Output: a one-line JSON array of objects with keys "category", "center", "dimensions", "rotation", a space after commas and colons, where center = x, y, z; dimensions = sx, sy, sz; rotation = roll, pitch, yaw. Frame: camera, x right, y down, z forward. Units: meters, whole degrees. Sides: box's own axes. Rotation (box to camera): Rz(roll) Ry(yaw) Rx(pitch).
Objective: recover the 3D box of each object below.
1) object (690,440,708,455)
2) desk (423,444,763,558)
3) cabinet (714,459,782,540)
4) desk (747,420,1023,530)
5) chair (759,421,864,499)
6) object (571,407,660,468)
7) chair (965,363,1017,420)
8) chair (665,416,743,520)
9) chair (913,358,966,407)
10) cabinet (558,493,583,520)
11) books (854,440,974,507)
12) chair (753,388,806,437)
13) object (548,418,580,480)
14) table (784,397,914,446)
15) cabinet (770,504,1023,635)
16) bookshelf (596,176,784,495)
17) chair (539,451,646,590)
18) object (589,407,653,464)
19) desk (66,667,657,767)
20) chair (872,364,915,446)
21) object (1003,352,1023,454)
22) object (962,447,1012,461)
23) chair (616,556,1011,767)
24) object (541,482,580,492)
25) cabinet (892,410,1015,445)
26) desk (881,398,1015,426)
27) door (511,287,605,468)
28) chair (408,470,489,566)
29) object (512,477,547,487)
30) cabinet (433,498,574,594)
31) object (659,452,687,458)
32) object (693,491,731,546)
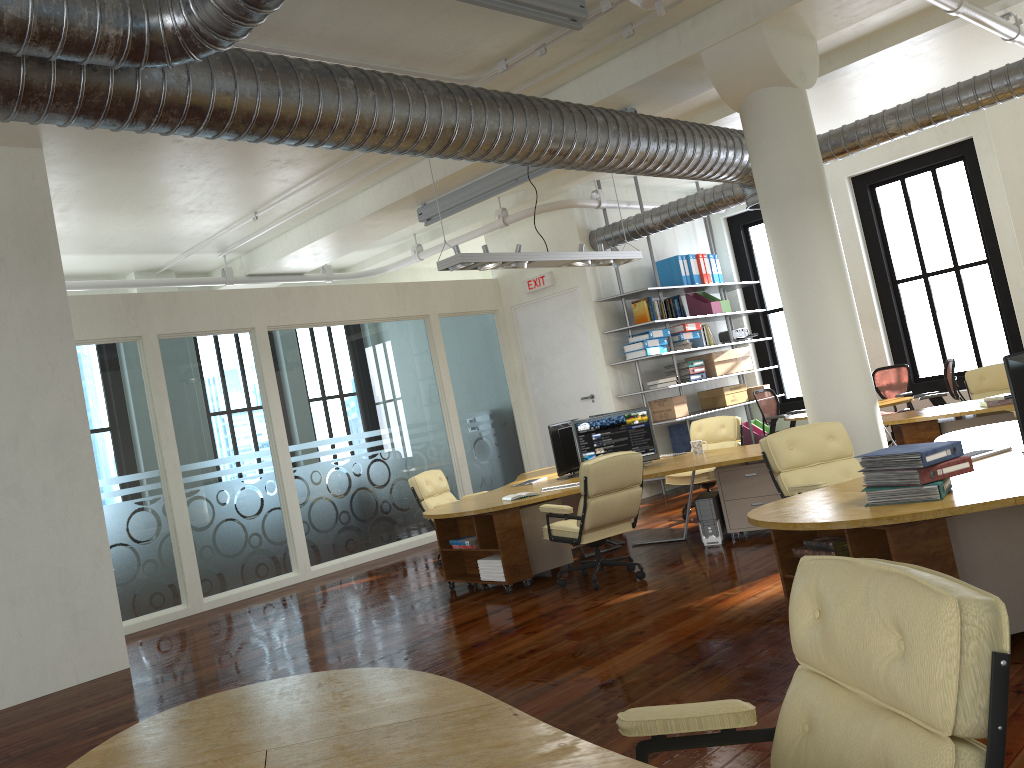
[{"category": "object", "center": [1.847, 0.623, 8.753], "dimensions": [0.142, 0.131, 0.109], "rotation": [-11, -3, -2]}, {"category": "desk", "center": [0.945, 1.242, 9.082], "dimensions": [3.852, 0.735, 3.537], "rotation": [-10, -2, -6]}, {"category": "cabinet", "center": [2.384, 0.956, 7.986], "dimensions": [0.958, 0.710, 0.817], "rotation": [-12, -3, 23]}, {"category": "desk", "center": [3.405, 0.647, 4.915], "dimensions": [4.126, 0.735, 3.290], "rotation": [-11, -2, 17]}, {"category": "chair", "center": [2.203, 0.760, 5.827], "dimensions": [0.688, 1.023, 0.811], "rotation": [-10, -3, -15]}, {"category": "object", "center": [0.992, 0.555, 8.400], "dimensions": [0.781, 0.553, 0.300], "rotation": [-10, -4, -11]}, {"category": "chair", "center": [5.337, 0.288, 9.434], "dimensions": [0.768, 1.023, 0.725], "rotation": [-12, -3, 20]}, {"category": "chair", "center": [2.099, 0.902, 9.642], "dimensions": [0.712, 1.023, 0.779], "rotation": [-9, -4, -35]}, {"category": "chair", "center": [1.479, 1.020, 11.775], "dimensions": [8.376, 1.160, 0.889], "rotation": [-11, -3, 18]}, {"category": "cabinet", "center": [0.748, 1.331, 10.120], "dimensions": [0.873, 0.710, 0.901], "rotation": [-11, -3, -7]}, {"category": "books", "center": [1.866, 0.424, 4.212], "dimensions": [0.421, 0.227, 0.450], "rotation": [-9, -3, -33]}, {"category": "chair", "center": [3.808, 0.593, 12.104], "dimensions": [0.657, 1.161, 0.832], "rotation": [-8, -4, -41]}, {"category": "object", "center": [0.574, 0.650, 8.923], "dimensions": [0.317, 0.553, 0.736], "rotation": [-13, -3, 29]}, {"category": "table", "center": [4.383, 0.672, 11.396], "dimensions": [1.407, 0.746, 1.557], "rotation": [-10, -2, -19]}, {"category": "cabinet", "center": [1.981, 0.915, 4.352], "dimensions": [0.855, 0.710, 0.919], "rotation": [-10, -3, -15]}, {"category": "bookshelf", "center": [2.701, -0.759, 13.010], "dimensions": [3.258, 4.614, 0.721], "rotation": [-8, -5, -44]}, {"category": "chair", "center": [0.673, 1.092, 7.211], "dimensions": [0.654, 1.023, 0.848], "rotation": [-9, -4, -35]}, {"category": "object", "center": [1.127, 0.547, 8.939], "dimensions": [0.265, 0.553, 0.879], "rotation": [-9, -3, -36]}, {"category": "desk", "center": [0.142, 1.123, 0.664], "dimensions": [3.768, 0.735, 3.597], "rotation": [-11, -2, 22]}, {"category": "chair", "center": [5.080, 0.347, 11.884], "dimensions": [0.693, 1.161, 0.789], "rotation": [-9, -4, -36]}, {"category": "object", "center": [2.972, 0.071, 4.890], "dimensions": [0.739, 0.553, 0.316], "rotation": [-9, -4, -33]}, {"category": "object", "center": [2.616, 0.418, 5.108], "dimensions": [0.439, 0.016, 0.247], "rotation": [-10, -2, -28]}, {"category": "chair", "center": [0.586, 0.938, 1.891], "dimensions": [0.776, 1.023, 0.720], "rotation": [-11, -3, -4]}, {"category": "object", "center": [0.497, 0.905, 7.866], "dimensions": [0.498, 0.016, 0.218], "rotation": [-11, -2, 14]}, {"category": "cabinet", "center": [4.276, 0.618, 8.530], "dimensions": [0.953, 0.710, 0.822], "rotation": [-12, -3, 21]}, {"category": "desk", "center": [5.926, 0.276, 8.099], "dimensions": [3.180, 0.735, 4.249], "rotation": [-9, -2, -39]}, {"category": "door", "center": [0.758, 0.229, 12.691], "dimensions": [0.087, 3.038, 1.359], "rotation": [-7, -5, -45]}, {"category": "chair", "center": [-0.574, 1.400, 9.510], "dimensions": [0.850, 1.023, 0.652], "rotation": [-13, -4, 31]}, {"category": "object", "center": [0.178, 1.004, 9.097], "dimensions": [0.248, 0.016, 0.437], "rotation": [-11, -2, 24]}, {"category": "cabinet", "center": [-0.051, 1.412, 7.966], "dimensions": [0.809, 0.710, 0.965], "rotation": [-9, -3, -37]}, {"category": "object", "center": [1.552, 0.751, 9.248], "dimensions": [0.208, 0.016, 0.520], "rotation": [-9, -2, -41]}, {"category": "object", "center": [1.822, 1.216, 8.067], "dimensions": [0.195, 0.412, 0.441], "rotation": [-13, -3, 23]}]
